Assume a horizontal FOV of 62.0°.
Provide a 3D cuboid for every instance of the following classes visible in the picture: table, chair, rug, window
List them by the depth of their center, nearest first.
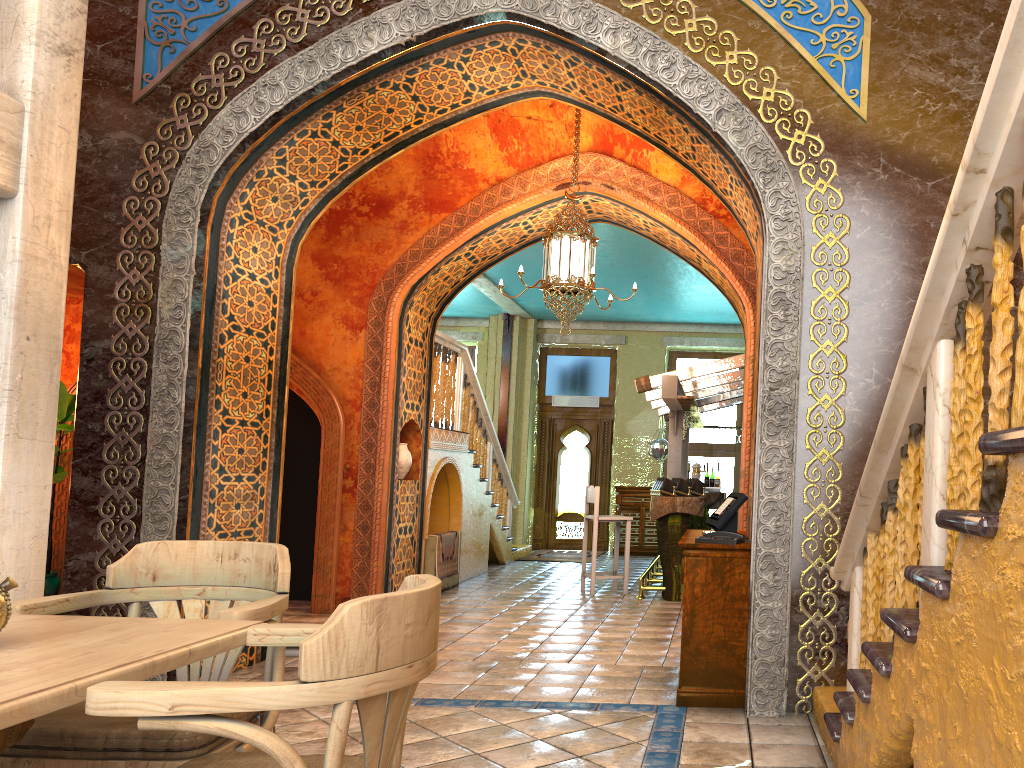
[{"bbox_3d":[-1.381,1.115,1.935,1.039,1.002,1.077,1,-4,7],"label":"table"},{"bbox_3d":[-0.567,1.067,2.033,0.703,1.177,0.778,2,-3,2],"label":"chair"},{"bbox_3d":[-1.168,1.133,2.804,0.773,1.177,0.708,2,-3,6],"label":"chair"},{"bbox_3d":[1.197,1.953,10.726,0.536,1.334,0.467,3,-3,-18],"label":"chair"},{"bbox_3d":[0.944,3.090,15.388,1.282,0.039,2.465,0,-6,11],"label":"rug"},{"bbox_3d":[3.727,1.075,16.511,1.523,3.415,0.089,2,-2,0],"label":"window"},{"bbox_3d":[-1.560,0.940,16.543,1.523,3.415,0.089,2,-2,0],"label":"window"}]

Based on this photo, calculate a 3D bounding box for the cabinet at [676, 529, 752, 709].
[{"bbox_3d":[1.449,1.621,6.104,0.480,1.051,1.537,1,-5,13],"label":"cabinet"}]

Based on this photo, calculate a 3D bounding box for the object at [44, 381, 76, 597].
[{"bbox_3d":[-4.560,1.013,8.334,1.064,2.420,1.347,0,-4,33],"label":"object"}]

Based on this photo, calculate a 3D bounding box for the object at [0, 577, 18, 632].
[{"bbox_3d":[-1.289,0.445,1.953,0.220,0.335,0.244,1,-4,16],"label":"object"}]

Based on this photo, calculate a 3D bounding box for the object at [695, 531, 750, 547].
[{"bbox_3d":[1.372,1.010,5.575,0.371,0.086,0.350,-1,-6,22],"label":"object"}]

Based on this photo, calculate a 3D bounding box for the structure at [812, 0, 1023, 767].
[{"bbox_3d":[2.187,0.268,2.741,1.789,3.138,6.649,1,-5,13],"label":"structure"}]

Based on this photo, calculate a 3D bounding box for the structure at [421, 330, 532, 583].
[{"bbox_3d":[-1.142,1.228,12.614,1.750,3.138,6.045,1,-5,13],"label":"structure"}]

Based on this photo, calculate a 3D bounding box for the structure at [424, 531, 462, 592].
[{"bbox_3d":[-0.840,2.182,10.435,0.106,0.687,1.042,1,-5,14],"label":"structure"}]

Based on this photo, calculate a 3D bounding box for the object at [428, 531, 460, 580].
[{"bbox_3d":[-0.831,2.093,10.422,0.147,0.554,0.908,1,-5,13],"label":"object"}]

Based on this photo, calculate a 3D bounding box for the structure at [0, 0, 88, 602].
[{"bbox_3d":[-7.460,-1.839,0.196,9.700,6.479,7.034,1,-4,5],"label":"structure"}]

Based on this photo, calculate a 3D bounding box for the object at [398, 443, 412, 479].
[{"bbox_3d":[-1.209,0.830,9.160,0.232,0.384,0.273,0,-4,25],"label":"object"}]

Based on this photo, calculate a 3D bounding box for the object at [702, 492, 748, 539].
[{"bbox_3d":[1.505,0.926,6.037,0.257,0.317,0.452,2,-5,1],"label":"object"}]

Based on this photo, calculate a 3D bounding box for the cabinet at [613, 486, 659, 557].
[{"bbox_3d":[2.467,2.586,16.011,1.105,1.302,0.624,2,-3,4],"label":"cabinet"}]

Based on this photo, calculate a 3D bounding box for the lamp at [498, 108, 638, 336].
[{"bbox_3d":[0.547,-1.613,7.781,1.270,2.362,1.147,2,-3,7],"label":"lamp"}]
